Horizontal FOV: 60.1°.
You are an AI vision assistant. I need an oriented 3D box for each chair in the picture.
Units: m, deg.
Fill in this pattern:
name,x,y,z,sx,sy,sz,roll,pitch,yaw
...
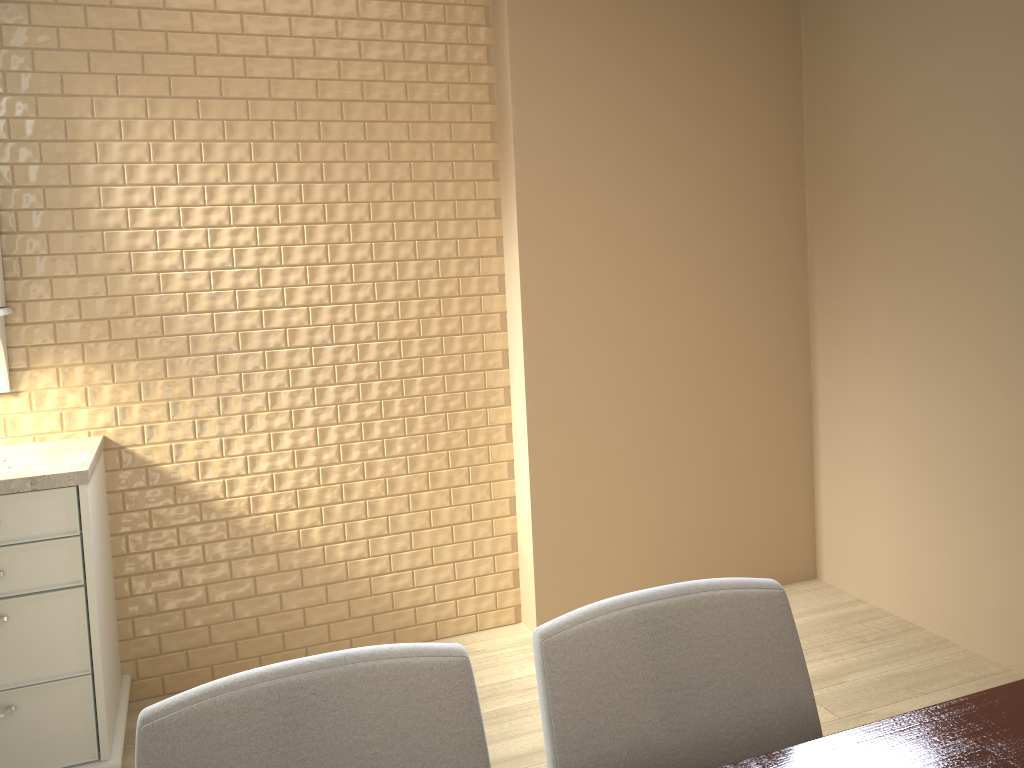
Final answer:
name,x,y,z,sx,sy,sz,roll,pitch,yaw
chair,-0.126,0.751,0.814,0.400,0.823,0.508,-4,5,-20
chair,0.300,0.708,0.974,0.400,0.823,0.508,-4,5,-20

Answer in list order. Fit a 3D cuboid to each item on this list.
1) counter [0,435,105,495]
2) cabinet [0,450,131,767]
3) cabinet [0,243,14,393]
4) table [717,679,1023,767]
name,x,y,z,sx,sy,sz,roll,pitch,yaw
counter,-2.143,0.300,1.999,2.202,0.035,0.525,-6,8,-20
cabinet,-2.128,0.694,2.067,2.223,0.790,0.640,-6,6,-21
cabinet,-2.211,-0.426,1.991,1.932,1.107,0.412,-5,5,-21
table,0.021,0.857,0.554,1.762,0.677,0.755,-6,7,-20
